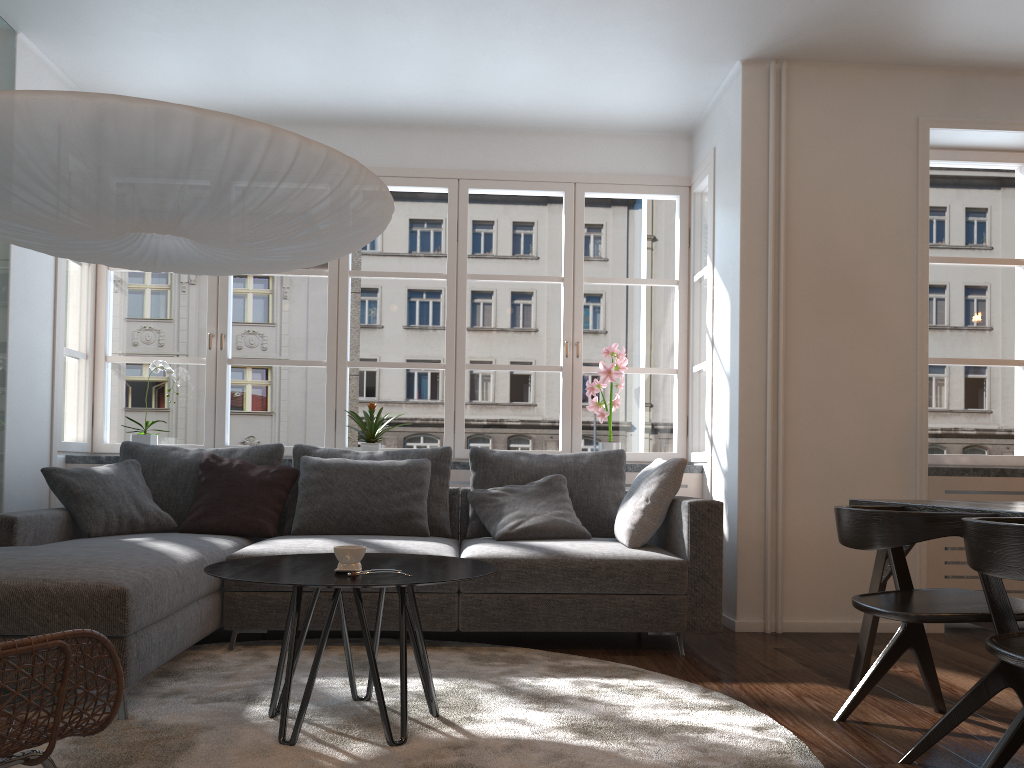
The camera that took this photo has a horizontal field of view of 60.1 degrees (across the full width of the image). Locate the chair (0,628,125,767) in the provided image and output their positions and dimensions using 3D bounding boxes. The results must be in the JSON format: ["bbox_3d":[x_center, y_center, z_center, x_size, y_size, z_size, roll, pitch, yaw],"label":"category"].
[{"bbox_3d":[-1.230,0.543,1.663,0.718,0.707,0.688,-1,-4,29],"label":"chair"}]

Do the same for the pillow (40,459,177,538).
[{"bbox_3d":[-1.880,0.530,4.147,0.347,0.358,0.517,-2,-5,36],"label":"pillow"}]

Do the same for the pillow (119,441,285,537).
[{"bbox_3d":[-1.594,0.528,4.464,0.836,0.477,0.276,1,-2,-3],"label":"pillow"}]

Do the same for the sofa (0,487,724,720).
[{"bbox_3d":[-0.632,0.776,3.643,3.067,0.669,2.048,1,-5,-3],"label":"sofa"}]

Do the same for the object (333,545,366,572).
[{"bbox_3d":[-0.461,0.491,2.471,0.091,0.069,0.139,0,-5,9],"label":"object"}]

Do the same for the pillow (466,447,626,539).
[{"bbox_3d":[0.187,0.566,4.560,0.836,0.476,0.276,1,-2,-3],"label":"pillow"}]

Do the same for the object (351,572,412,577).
[{"bbox_3d":[-0.348,0.511,2.376,0.168,0.015,0.015,2,-4,-16],"label":"object"}]

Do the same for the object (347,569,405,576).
[{"bbox_3d":[-0.369,0.514,2.413,0.164,0.016,0.025,4,-5,-28],"label":"object"}]

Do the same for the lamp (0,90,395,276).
[{"bbox_3d":[-1.115,-0.527,2.808,1.471,0.209,1.475,-3,-7,33],"label":"lamp"}]

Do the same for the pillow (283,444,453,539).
[{"bbox_3d":[-0.726,0.546,4.521,0.839,0.474,0.277,1,-2,-3],"label":"pillow"}]

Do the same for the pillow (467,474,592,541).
[{"bbox_3d":[0.079,0.598,4.312,0.492,0.320,0.445,3,-4,-21],"label":"pillow"}]

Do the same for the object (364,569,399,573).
[{"bbox_3d":[-0.364,0.522,2.470,0.124,0.010,0.026,5,-6,-37],"label":"object"}]

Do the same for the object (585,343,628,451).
[{"bbox_3d":[0.546,0.114,5.063,0.201,0.689,0.298,2,-2,-24],"label":"object"}]

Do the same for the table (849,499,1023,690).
[{"bbox_3d":[1.836,0.649,2.005,1.106,0.677,2.511,1,-5,-3],"label":"table"}]

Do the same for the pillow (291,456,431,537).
[{"bbox_3d":[-0.733,0.557,4.378,0.667,0.396,0.293,1,-3,-3],"label":"pillow"}]

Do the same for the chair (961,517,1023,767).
[{"bbox_3d":[1.269,0.635,1.897,0.519,0.669,0.595,1,-3,-2],"label":"chair"}]

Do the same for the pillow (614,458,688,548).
[{"bbox_3d":[0.617,0.547,4.122,0.286,0.413,0.496,1,-4,-4],"label":"pillow"}]

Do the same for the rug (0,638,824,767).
[{"bbox_3d":[-0.597,0.995,2.508,2.840,0.012,2.846,3,-6,-23],"label":"rug"}]

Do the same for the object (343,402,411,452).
[{"bbox_3d":[-0.765,0.266,4.977,0.376,0.327,0.323,3,-4,-28],"label":"object"}]

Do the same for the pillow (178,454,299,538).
[{"bbox_3d":[-1.332,0.542,4.321,0.521,0.402,0.312,1,-3,-1],"label":"pillow"}]

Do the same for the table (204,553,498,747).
[{"bbox_3d":[-0.469,0.776,2.617,0.847,0.471,0.850,1,-5,-1],"label":"table"}]

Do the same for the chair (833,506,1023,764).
[{"bbox_3d":[1.227,0.701,2.579,0.520,0.669,0.595,1,-3,-4],"label":"chair"}]
